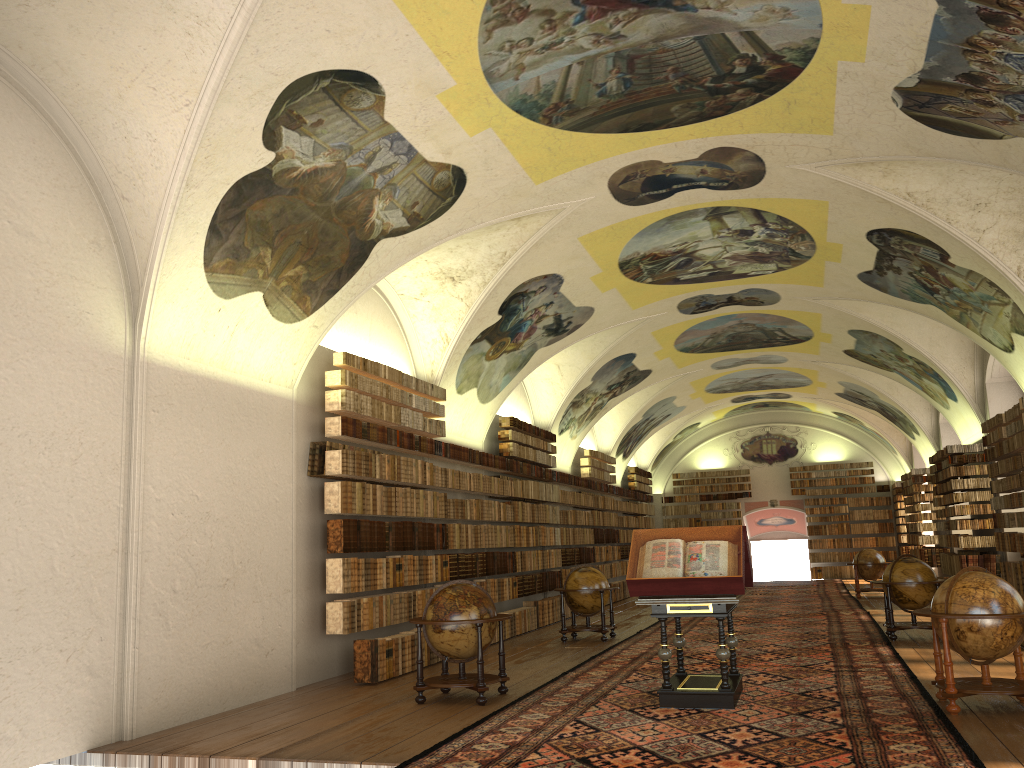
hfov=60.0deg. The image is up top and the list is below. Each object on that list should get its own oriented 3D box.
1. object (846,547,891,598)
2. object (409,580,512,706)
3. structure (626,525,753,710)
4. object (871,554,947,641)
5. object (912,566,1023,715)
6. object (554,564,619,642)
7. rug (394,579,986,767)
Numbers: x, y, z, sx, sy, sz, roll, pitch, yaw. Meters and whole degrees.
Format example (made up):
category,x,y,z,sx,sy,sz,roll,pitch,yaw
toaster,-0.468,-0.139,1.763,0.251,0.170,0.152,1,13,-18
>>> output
category,x,y,z,sx,sy,sz,roll,pitch,yaw
object,10.442,5.481,25.834,1.280,1.444,1.282,3,-11,-29
object,-0.633,3.178,11.052,1.279,1.444,1.283,1,-10,-19
structure,2.155,2.679,10.371,1.246,1.975,1.896,-5,-10,18
object,7.013,3.720,15.570,1.279,1.444,1.283,1,-10,-19
object,4.910,2.641,9.277,1.280,1.444,1.282,5,-12,-34
object,1.469,4.258,17.346,1.280,1.444,1.282,5,-12,-34
rug,5.464,5.198,19.545,4.706,0.064,37.008,-5,-11,17
